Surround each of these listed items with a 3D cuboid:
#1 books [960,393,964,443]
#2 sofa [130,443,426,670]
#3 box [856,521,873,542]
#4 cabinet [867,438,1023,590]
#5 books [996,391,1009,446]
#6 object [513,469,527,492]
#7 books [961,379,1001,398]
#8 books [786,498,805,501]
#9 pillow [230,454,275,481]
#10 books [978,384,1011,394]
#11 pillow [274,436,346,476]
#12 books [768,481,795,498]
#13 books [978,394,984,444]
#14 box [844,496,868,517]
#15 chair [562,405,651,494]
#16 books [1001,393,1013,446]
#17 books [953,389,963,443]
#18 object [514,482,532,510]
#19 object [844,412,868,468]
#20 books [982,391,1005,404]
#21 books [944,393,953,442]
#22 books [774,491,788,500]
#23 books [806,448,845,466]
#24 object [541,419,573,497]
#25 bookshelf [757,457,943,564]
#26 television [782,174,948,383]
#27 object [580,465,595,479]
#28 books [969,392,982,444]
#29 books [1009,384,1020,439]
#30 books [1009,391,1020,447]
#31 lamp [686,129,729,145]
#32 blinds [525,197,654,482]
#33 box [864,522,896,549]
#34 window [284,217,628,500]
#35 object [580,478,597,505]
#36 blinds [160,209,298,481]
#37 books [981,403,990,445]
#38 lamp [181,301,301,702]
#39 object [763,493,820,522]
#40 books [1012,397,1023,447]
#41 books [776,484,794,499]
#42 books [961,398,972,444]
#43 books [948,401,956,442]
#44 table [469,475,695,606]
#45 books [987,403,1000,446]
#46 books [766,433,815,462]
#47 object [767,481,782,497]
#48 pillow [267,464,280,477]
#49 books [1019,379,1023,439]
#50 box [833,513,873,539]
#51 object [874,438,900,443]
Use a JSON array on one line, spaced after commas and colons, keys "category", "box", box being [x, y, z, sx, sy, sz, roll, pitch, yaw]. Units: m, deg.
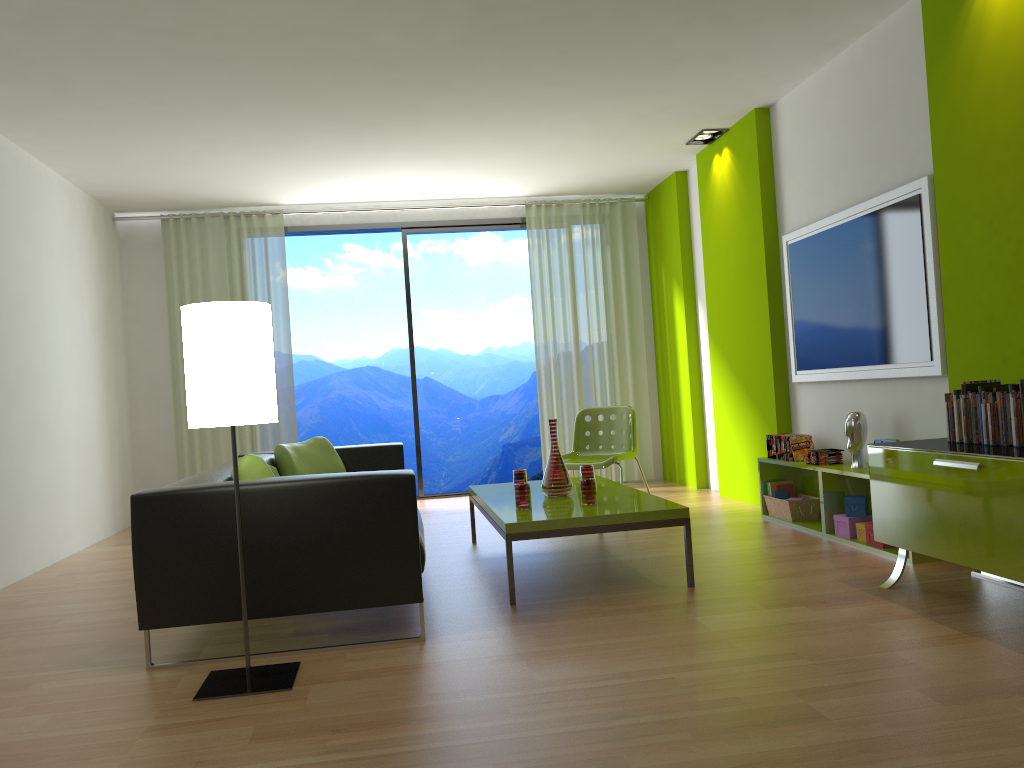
[{"category": "books", "box": [1.840, 0.132, 3.484, 0.161, 0.201, 0.013, -4, -1, -8]}, {"category": "sofa", "box": [-0.987, 0.691, 4.463, 1.061, 0.639, 2.583, -4, -1, -8]}, {"category": "box", "box": [1.850, 0.756, 4.530, 0.169, 0.093, 0.102, -4, -1, -13]}, {"category": "cabinet", "box": [1.974, 0.500, 2.079, 0.547, 0.593, 3.384, -4, -1, -8]}, {"category": "books", "box": [1.871, 0.127, 3.273, 0.163, 0.204, 0.025, -4, -1, -8]}, {"category": "object", "box": [0.046, 0.537, 4.906, 0.076, 0.122, 0.075, -4, -1, 26]}, {"category": "books", "box": [1.840, 0.109, 3.470, 0.163, 0.246, 0.017, -4, -1, -8]}, {"category": "books", "box": [1.716, 0.699, 5.367, 0.087, 0.008, 0.110, -4, -1, 32]}, {"category": "pillow", "box": [-1.038, 0.479, 3.661, 0.210, 0.403, 0.457, -4, -1, -22]}, {"category": "books", "box": [1.861, 0.117, 3.394, 0.144, 0.227, 0.025, -4, -1, -8]}, {"category": "pillow", "box": [-1.216, 0.504, 5.314, 0.269, 0.362, 0.399, -4, -1, 40]}, {"category": "books", "box": [1.693, 0.711, 5.545, 0.158, 0.202, 0.051, -4, -1, -8]}, {"category": "books", "box": [1.855, 0.132, 3.372, 0.163, 0.196, 0.018, -4, -1, -8]}, {"category": "box", "box": [1.815, 0.644, 4.673, 0.102, 0.093, 0.138, -4, -1, 27]}, {"category": "chair", "box": [0.567, 0.540, 5.965, 0.640, 0.759, 0.546, -4, -1, 30]}, {"category": "books", "box": [1.874, 0.129, 3.252, 0.163, 0.198, 0.018, -4, -1, -8]}, {"category": "books", "box": [1.831, 0.126, 3.505, 0.172, 0.215, 0.030, -4, -1, -8]}, {"category": "object", "box": [0.052, 0.529, 4.172, 0.076, 0.122, 0.075, -4, -1, 26]}, {"category": "object", "box": [1.824, 0.298, 4.681, 0.107, 0.305, 0.107, -3, -1, -42]}, {"category": "books", "box": [1.858, 0.129, 3.351, 0.163, 0.201, 0.025, -4, -1, -8]}, {"category": "books", "box": [1.827, 0.133, 3.574, 0.163, 0.201, 0.025, -4, -1, -8]}, {"category": "books", "box": [1.675, 0.739, 5.506, 0.086, 0.148, 0.025, -4, -1, -8]}, {"category": "books", "box": [1.759, 0.411, 4.992, 0.164, 0.078, 0.172, -4, -1, -10]}, {"category": "object", "box": [0.223, 0.381, 4.579, 0.168, 0.400, 0.168, -4, -1, -22]}, {"category": "bookshelf", "box": [1.835, 0.632, 4.840, 0.306, 0.378, 1.630, -4, -1, -8]}, {"category": "television", "box": [1.871, -0.492, 4.884, 0.028, 0.941, 1.537, -4, -1, -8]}, {"category": "object", "box": [0.418, 0.512, 4.903, 0.076, 0.122, 0.075, -4, -1, 26]}, {"category": "books", "box": [1.848, 0.130, 3.421, 0.163, 0.201, 0.032, -4, -1, -8]}, {"category": "books", "box": [1.886, 0.112, 3.232, 0.144, 0.229, 0.025, -4, -1, -8]}, {"category": "books", "box": [1.881, 0.125, 3.201, 0.163, 0.204, 0.033, -4, -1, -8]}, {"category": "lamp", "box": [1.391, -1.829, 6.355, 0.192, 0.131, 0.352, -4, -1, -8]}, {"category": "blinds", "box": [0.698, -0.385, 7.999, 1.012, 2.568, 0.067, -4, -1, -8]}, {"category": "box", "box": [1.858, 0.743, 4.372, 0.202, 0.116, 0.135, -4, -1, -13]}, {"category": "window", "box": [-0.683, -0.210, 8.026, 3.336, 2.498, 0.219, -4, -1, -8]}, {"category": "object", "box": [0.361, 0.508, 4.178, 0.076, 0.122, 0.075, -3, -1, -43]}, {"category": "blinds", "box": [-2.384, -0.184, 7.557, 1.012, 2.568, 0.067, -4, -1, -8]}, {"category": "books", "box": [1.852, 0.149, 3.325, 0.185, 0.162, 0.025, -4, -1, -8]}, {"category": "lamp", "box": [-0.907, 0.363, 2.934, 0.302, 1.244, 0.295, -4, -1, -8]}, {"category": "object", "box": [1.712, 0.753, 5.413, 0.213, 0.129, 0.367, -4, -1, -8]}, {"category": "books", "box": [1.878, 0.135, 3.171, 0.180, 0.185, 0.025, -4, -1, -8]}, {"category": "books", "box": [1.708, 0.719, 5.524, 0.105, 0.182, 0.031, -4, -1, -8]}, {"category": "books", "box": [1.837, 0.141, 3.447, 0.180, 0.183, 0.025, -4, -1, -8]}, {"category": "books", "box": [1.830, 0.148, 3.553, 0.163, 0.171, 0.017, -4, -1, -8]}, {"category": "table", "box": [0.264, 0.752, 4.622, 0.810, 0.349, 1.682, -4, -1, -8]}, {"category": "books", "box": [1.858, 0.148, 3.297, 0.185, 0.164, 0.025, -4, -1, -8]}, {"category": "books", "box": [1.699, 0.386, 5.396, 0.147, 0.150, 0.370, -4, -1, -8]}, {"category": "object", "box": [1.690, 0.712, 5.569, 0.158, 0.200, 0.040, -4, -1, -8]}, {"category": "pillow", "box": [-1.106, 0.502, 4.049, 0.164, 0.317, 0.380, -4, -1, -25]}, {"category": "books", "box": [1.887, 0.102, 3.152, 0.163, 0.248, 0.017, -4, -1, -8]}, {"category": "box", "box": [1.815, 0.749, 4.678, 0.202, 0.116, 0.135, -4, -1, -13]}, {"category": "object", "box": [1.852, 0.355, 4.305, 0.047, 0.176, 0.340, -4, -1, -3]}]
